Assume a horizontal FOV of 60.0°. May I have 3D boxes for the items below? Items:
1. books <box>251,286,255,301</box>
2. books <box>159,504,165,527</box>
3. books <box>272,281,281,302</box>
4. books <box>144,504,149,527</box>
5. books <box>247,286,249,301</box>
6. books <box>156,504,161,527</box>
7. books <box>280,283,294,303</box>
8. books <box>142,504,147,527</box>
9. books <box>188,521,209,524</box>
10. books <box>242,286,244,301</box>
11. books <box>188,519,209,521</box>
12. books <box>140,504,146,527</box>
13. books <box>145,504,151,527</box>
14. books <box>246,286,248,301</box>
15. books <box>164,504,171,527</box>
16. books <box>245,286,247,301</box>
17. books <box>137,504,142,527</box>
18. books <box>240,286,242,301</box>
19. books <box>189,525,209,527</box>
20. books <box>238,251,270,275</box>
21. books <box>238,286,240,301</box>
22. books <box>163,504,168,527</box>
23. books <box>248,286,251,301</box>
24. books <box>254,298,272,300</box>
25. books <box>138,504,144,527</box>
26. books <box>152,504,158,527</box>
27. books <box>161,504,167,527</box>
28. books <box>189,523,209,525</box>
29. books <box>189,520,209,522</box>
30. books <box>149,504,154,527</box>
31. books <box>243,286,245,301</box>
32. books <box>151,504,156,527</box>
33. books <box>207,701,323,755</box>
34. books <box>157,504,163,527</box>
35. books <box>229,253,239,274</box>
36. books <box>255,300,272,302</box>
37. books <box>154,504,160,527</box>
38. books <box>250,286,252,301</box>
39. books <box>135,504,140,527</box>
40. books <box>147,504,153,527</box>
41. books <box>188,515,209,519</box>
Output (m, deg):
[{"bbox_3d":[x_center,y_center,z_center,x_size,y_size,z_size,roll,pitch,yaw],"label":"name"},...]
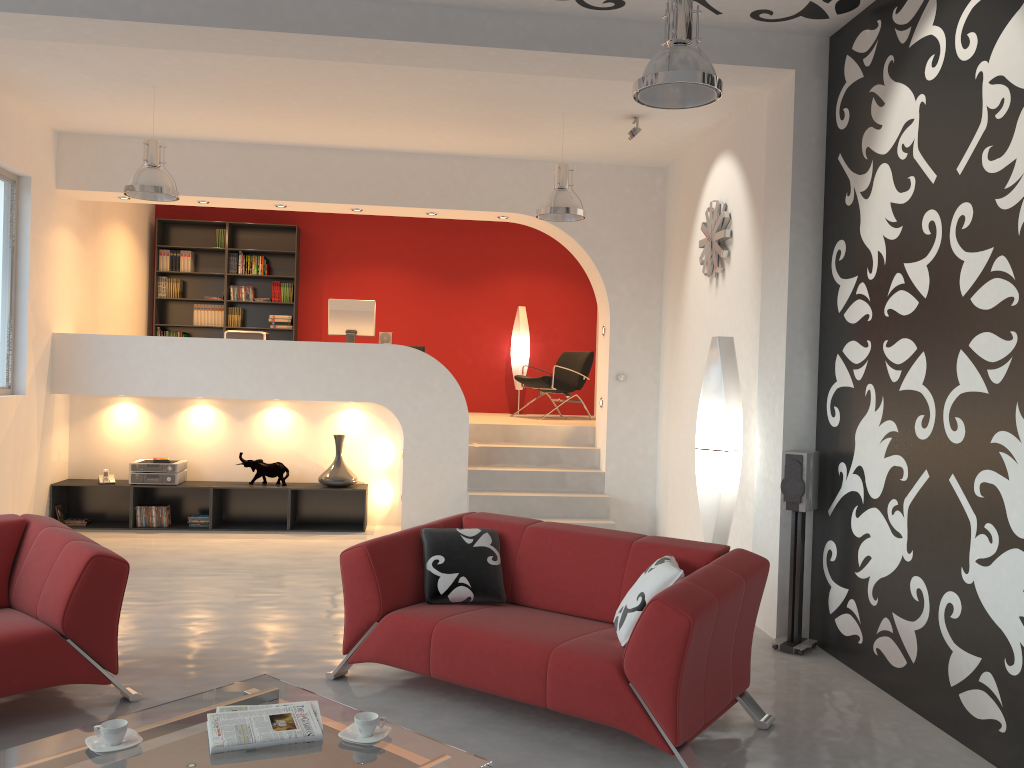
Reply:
[{"bbox_3d":[-3.158,-1.091,10.813,0.031,0.190,0.135,2,1,-6],"label":"books"},{"bbox_3d":[-3.188,1.203,8.094,0.031,0.190,0.135,2,1,-6],"label":"books"},{"bbox_3d":[-2.870,-1.116,10.837,0.090,0.256,0.181,2,1,-6],"label":"books"},{"bbox_3d":[-3.322,1.199,8.079,0.031,0.190,0.135,2,1,-6],"label":"books"},{"bbox_3d":[-3.203,-1.093,10.808,0.031,0.190,0.135,2,1,-6],"label":"books"},{"bbox_3d":[-3.218,1.202,8.090,0.031,0.190,0.135,2,1,-6],"label":"books"},{"bbox_3d":[-2.750,-1.104,10.850,0.146,0.240,0.170,2,1,-6],"label":"books"},{"bbox_3d":[-3.337,1.198,8.077,0.031,0.190,0.135,2,1,-6],"label":"books"},{"bbox_3d":[-2.874,1.269,8.181,0.190,0.015,0.135,2,1,-1],"label":"books"},{"bbox_3d":[-3.262,-1.094,10.801,0.031,0.190,0.135,2,1,-6],"label":"books"},{"bbox_3d":[-2.870,1.239,8.173,0.190,0.015,0.135,2,1,-6],"label":"books"},{"bbox_3d":[-3.352,1.198,8.075,0.031,0.190,0.135,2,1,-6],"label":"books"},{"bbox_3d":[-3.307,1.199,8.080,0.031,0.190,0.135,2,1,-6],"label":"books"},{"bbox_3d":[-3.217,-1.093,10.806,0.031,0.190,0.135,2,1,-6],"label":"books"},{"bbox_3d":[-3.143,1.204,8.099,0.031,0.190,0.135,2,1,-6],"label":"books"},{"bbox_3d":[-3.232,-1.093,10.805,0.031,0.190,0.135,2,1,-6],"label":"books"},{"bbox_3d":[-3.382,1.197,8.072,0.031,0.190,0.135,2,1,-6],"label":"books"},{"bbox_3d":[-3.292,-1.095,10.798,0.031,0.190,0.135,2,1,-6],"label":"books"},{"bbox_3d":[-2.871,1.299,8.181,0.190,0.015,0.135,2,1,-11],"label":"books"},{"bbox_3d":[-3.131,-1.455,10.780,0.341,0.286,0.231,2,1,-6],"label":"books"},{"bbox_3d":[-3.307,-1.096,10.796,0.031,0.190,0.135,2,1,-6],"label":"books"},{"bbox_3d":[-3.158,1.204,8.097,0.031,0.190,0.135,2,1,-6],"label":"books"},{"bbox_3d":[-3.188,-1.092,10.810,0.031,0.190,0.135,2,1,-6],"label":"books"},{"bbox_3d":[-3.037,-1.030,10.827,0.190,0.015,0.135,2,1,-1],"label":"books"},{"bbox_3d":[-3.367,1.197,8.074,0.031,0.190,0.135,2,1,-6],"label":"books"},{"bbox_3d":[-3.248,1.201,8.087,0.031,0.190,0.135,2,1,-6],"label":"books"},{"bbox_3d":[-3.173,1.203,8.095,0.031,0.190,0.135,2,1,-6],"label":"books"},{"bbox_3d":[-2.865,1.284,8.182,0.190,0.015,0.135,2,1,-6],"label":"books"},{"bbox_3d":[-2.868,1.254,8.181,0.190,0.015,0.135,2,1,-6],"label":"books"},{"bbox_3d":[-3.278,1.200,8.084,0.031,0.190,0.135,2,1,-6],"label":"books"},{"bbox_3d":[-3.247,-1.094,10.803,0.031,0.190,0.135,2,1,-6],"label":"books"},{"bbox_3d":[-3.263,1.201,8.085,0.031,0.190,0.135,2,1,-6],"label":"books"},{"bbox_3d":[-0.817,1.126,2.927,0.367,0.035,0.345,2,1,-16],"label":"books"},{"bbox_3d":[-3.203,1.202,8.092,0.031,0.190,0.135,2,1,-6],"label":"books"},{"bbox_3d":[-3.369,-1.447,10.776,0.090,0.256,0.181,2,1,-6],"label":"books"},{"bbox_3d":[-3.028,-1.015,10.829,0.190,0.015,0.135,2,1,-6],"label":"books"},{"bbox_3d":[-3.233,1.201,8.089,0.031,0.190,0.135,2,1,-6],"label":"books"},{"bbox_3d":[-3.173,-1.092,10.811,0.031,0.190,0.135,2,1,-6],"label":"books"},{"bbox_3d":[-3.397,1.197,8.070,0.031,0.190,0.135,2,1,-6],"label":"books"},{"bbox_3d":[-3.292,1.200,8.082,0.031,0.190,0.135,2,1,-6],"label":"books"},{"bbox_3d":[-2.880,1.224,8.179,0.190,0.015,0.135,2,1,-11],"label":"books"}]
